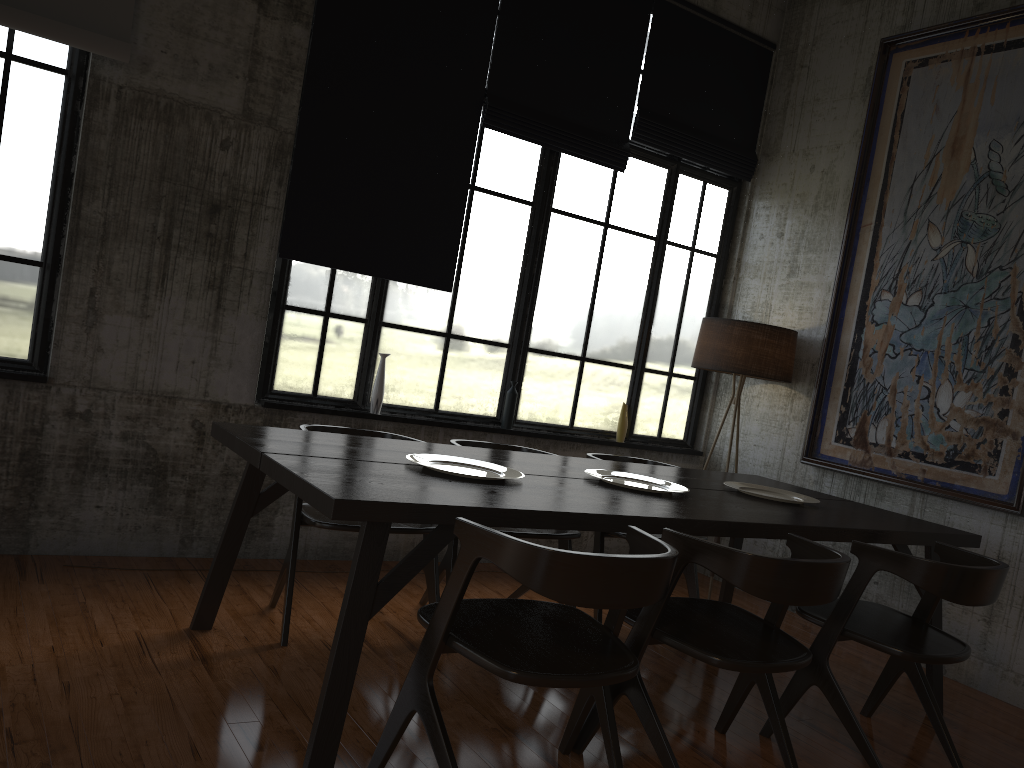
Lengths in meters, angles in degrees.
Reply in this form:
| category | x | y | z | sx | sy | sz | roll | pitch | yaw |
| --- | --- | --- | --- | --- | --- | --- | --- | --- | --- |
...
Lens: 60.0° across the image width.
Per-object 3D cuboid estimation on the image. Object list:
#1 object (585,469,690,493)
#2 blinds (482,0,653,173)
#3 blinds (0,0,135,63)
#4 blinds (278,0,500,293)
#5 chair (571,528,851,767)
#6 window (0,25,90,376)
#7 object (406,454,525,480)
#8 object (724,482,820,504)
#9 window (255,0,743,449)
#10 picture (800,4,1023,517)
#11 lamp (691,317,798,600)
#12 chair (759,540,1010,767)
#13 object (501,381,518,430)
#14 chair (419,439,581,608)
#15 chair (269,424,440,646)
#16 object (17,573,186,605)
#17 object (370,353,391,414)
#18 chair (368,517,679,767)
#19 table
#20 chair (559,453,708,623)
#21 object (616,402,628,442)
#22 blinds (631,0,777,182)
| category | x | y | z | sx | sy | sz | roll | pitch | yaw |
| --- | --- | --- | --- | --- | --- | --- | --- | --- | --- |
| object | 0.621 | 0.493 | 4.424 | 0.527 | 0.025 | 0.525 | 9 | 2 | -22 |
| blinds | 0.443 | -2.351 | 6.280 | 1.257 | 1.400 | 0.051 | 8 | 4 | -32 |
| blinds | -3.773 | -2.861 | 3.480 | 4.474 | 1.779 | 0.136 | 8 | 4 | -32 |
| blinds | -0.706 | -1.948 | 5.664 | 1.217 | 2.539 | 0.034 | 7 | 4 | -32 |
| chair | 0.837 | 1.090 | 3.561 | 0.880 | 0.995 | 0.766 | 8 | 4 | -33 |
| window | -4.078 | -1.962 | 3.667 | 4.313 | 3.442 | 0.050 | 8 | 4 | -32 |
| object | -0.206 | 0.371 | 3.892 | 0.527 | 0.025 | 0.525 | 9 | 2 | -22 |
| object | 1.448 | 0.615 | 4.957 | 0.527 | 0.025 | 0.525 | 9 | 2 | -22 |
| window | 0.249 | -1.323 | 6.451 | 3.819 | 3.442 | 0.050 | 8 | 4 | -32 |
| picture | 2.850 | -0.847 | 5.786 | 0.142 | 3.126 | 1.649 | 7 | 4 | -32 |
| lamp | 1.630 | 0.567 | 6.781 | 0.753 | 2.060 | 0.750 | 8 | 4 | -20 |
| chair | 1.744 | 1.225 | 4.096 | 0.880 | 0.995 | 0.766 | 7 | 4 | -36 |
| object | -0.013 | 0.155 | 6.436 | 0.080 | 0.352 | 0.080 | 9 | 4 | -2 |
| chair | -0.054 | 0.886 | 5.142 | 0.880 | 0.995 | 0.766 | 8 | 4 | -32 |
| chair | -0.808 | 0.775 | 4.657 | 0.880 | 0.995 | 0.766 | 8 | 4 | -33 |
| object | 4.616 | 1.895 | 4.025 | 20.872 | 0.658 | 8.737 | 8 | 2 | -32 |
| object | -0.878 | -0.003 | 5.879 | 0.082 | 0.411 | 0.082 | 11 | 4 | 18 |
| chair | 0.083 | 0.978 | 3.076 | 0.880 | 0.995 | 0.766 | 8 | 4 | -32 |
| table | 0.485 | 0.992 | 4.492 | 3.709 | 1.008 | 1.632 | 8 | 3 | -32 |
| chair | 0.792 | 1.011 | 5.696 | 0.880 | 0.995 | 0.766 | 8 | 4 | -33 |
| object | 0.879 | 0.302 | 7.010 | 0.073 | 0.319 | 0.074 | 11 | 4 | 20 |
| blinds | 1.544 | -2.318 | 6.967 | 1.299 | 1.144 | 0.052 | 8 | 4 | -32 |
